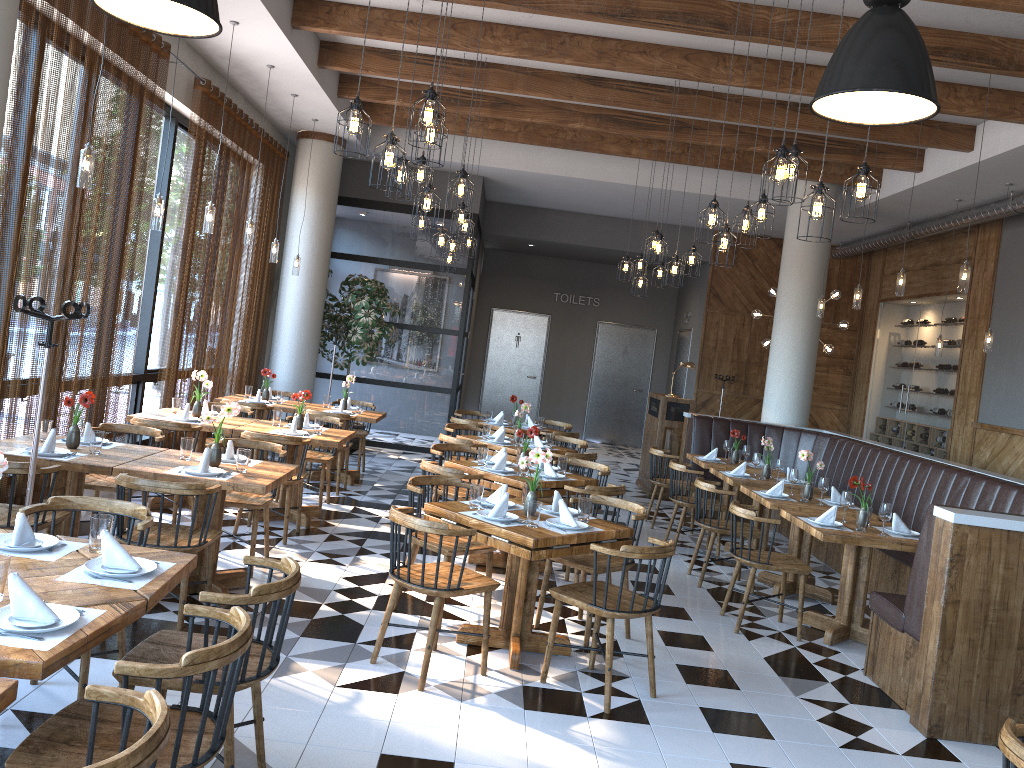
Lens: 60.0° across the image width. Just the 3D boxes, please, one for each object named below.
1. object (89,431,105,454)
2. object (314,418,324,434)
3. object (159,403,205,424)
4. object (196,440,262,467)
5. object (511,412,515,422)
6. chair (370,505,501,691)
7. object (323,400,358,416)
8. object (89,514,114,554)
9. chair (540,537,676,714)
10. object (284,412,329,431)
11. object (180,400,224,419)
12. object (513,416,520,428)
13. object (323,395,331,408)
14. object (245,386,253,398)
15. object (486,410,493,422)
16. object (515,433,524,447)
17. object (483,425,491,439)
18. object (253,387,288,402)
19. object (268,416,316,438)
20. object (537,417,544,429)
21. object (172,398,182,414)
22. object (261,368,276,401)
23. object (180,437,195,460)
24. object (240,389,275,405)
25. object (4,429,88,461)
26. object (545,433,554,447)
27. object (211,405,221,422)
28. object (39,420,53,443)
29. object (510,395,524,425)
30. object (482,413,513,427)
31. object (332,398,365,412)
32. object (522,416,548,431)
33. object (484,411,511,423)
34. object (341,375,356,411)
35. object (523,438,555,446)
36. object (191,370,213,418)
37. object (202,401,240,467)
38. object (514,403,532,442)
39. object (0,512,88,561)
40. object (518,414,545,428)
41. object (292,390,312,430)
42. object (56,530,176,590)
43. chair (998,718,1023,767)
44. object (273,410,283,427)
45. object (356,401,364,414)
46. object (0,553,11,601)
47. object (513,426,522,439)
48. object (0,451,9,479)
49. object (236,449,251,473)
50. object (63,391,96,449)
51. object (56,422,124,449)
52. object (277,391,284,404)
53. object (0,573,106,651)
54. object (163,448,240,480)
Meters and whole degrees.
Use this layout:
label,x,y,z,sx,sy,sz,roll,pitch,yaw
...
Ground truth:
label,x,y,z,sx,sy,sz,roll,pitch,yaw
object,-2.457,0.347,5.234,0.080,0.132,0.080,8,1,24
object,-1.623,0.354,7.440,0.080,0.132,0.080,7,1,-16
object,-2.669,0.228,7.243,0.352,0.137,0.272,7,2,-1
object,-1.772,0.415,5.590,0.352,0.137,0.272,7,2,-1
object,0.025,0.410,10.868,0.080,0.132,0.080,8,1,24
chair,-0.394,1.062,4.553,0.521,0.817,0.548,8,1,44
object,-1.815,0.239,9.416,0.352,0.137,0.272,7,2,-1
object,-1.518,0.553,3.264,0.080,0.132,0.080,7,1,-16
chair,0.510,1.176,4.565,0.551,0.817,0.518,8,1,44
object,-1.800,0.314,7.787,0.352,0.137,0.272,7,2,-1
object,-2.681,0.203,7.776,0.352,0.137,0.272,7,2,-1
object,0.044,0.440,10.252,0.080,0.132,0.080,7,1,14
object,-2.047,0.196,9.784,0.080,0.132,0.080,7,1,-16
object,-2.908,0.088,9.773,0.080,0.132,0.080,7,1,14
object,-0.274,0.386,10.555,0.080,0.132,0.080,7,1,-26
object,0.069,0.527,8.369,0.080,0.132,0.080,7,1,14
object,-0.250,0.473,8.672,0.080,0.132,0.080,7,1,14
object,-2.709,0.103,9.937,0.352,0.137,0.272,7,2,-1
object,-1.787,0.339,7.254,0.352,0.137,0.272,7,2,-1
object,0.341,0.463,10.576,0.080,0.132,0.080,8,1,24
object,-2.880,0.188,7.603,0.080,0.132,0.080,8,1,34
object,-2.682,0.007,9.706,0.156,0.355,0.171,7,1,-25
object,-1.991,0.397,5.420,0.080,0.132,0.080,7,1,-16
object,-2.696,0.129,9.405,0.352,0.137,0.272,7,2,-1
object,-2.641,0.329,5.046,0.352,0.137,0.272,7,2,-1
object,0.365,0.550,8.693,0.080,0.132,0.080,7,1,14
object,-2.485,0.246,7.429,0.080,0.132,0.080,8,1,34
object,-2.852,0.289,5.408,0.080,0.132,0.080,8,1,24
object,0.030,0.311,10.594,0.156,0.355,0.171,7,1,-44
object,-0.147,0.408,10.372,0.353,0.137,0.271,9,3,44
object,-1.827,0.214,9.949,0.352,0.137,0.272,7,2,-1
object,0.229,0.455,10.381,0.273,0.137,0.351,9,3,44
object,-0.158,0.390,10.750,0.273,0.137,0.351,9,3,44
object,-1.795,0.097,9.691,0.146,0.400,0.207,7,1,-8
object,0.245,0.524,8.875,0.353,0.137,0.271,9,3,44
object,-2.651,0.084,7.541,0.206,0.400,0.146,7,0,3
object,-1.751,0.298,5.295,0.206,0.400,0.147,7,1,-37
object,0.099,0.382,8.671,0.146,0.400,0.206,7,1,11
object,-1.763,0.521,3.216,0.352,0.137,0.272,7,2,-1
object,0.218,0.437,10.758,0.353,0.137,0.271,9,3,44
object,-1.785,0.220,7.468,0.156,0.355,0.171,7,1,-22
object,-1.351,0.580,3.066,0.272,0.137,0.352,7,2,-1
chair,1.579,1.408,2.375,0.549,0.817,0.520,7,1,-1
object,-2.019,0.296,7.614,0.080,0.132,0.080,7,1,-16
object,-1.651,0.254,9.610,0.080,0.132,0.080,7,1,-16
object,-1.540,0.578,2.631,0.080,0.132,0.080,7,1,-16
object,0.050,0.497,8.985,0.080,0.132,0.080,7,1,14
object,-1.718,0.412,2.812,0.146,0.400,0.206,7,1,4
object,-1.595,0.455,5.246,0.080,0.132,0.080,7,1,-16
object,-2.586,0.215,5.295,0.171,0.355,0.156,7,1,22
object,-2.653,0.304,5.578,0.352,0.137,0.272,7,2,-1
object,-2.512,0.146,9.599,0.080,0.132,0.080,7,1,14
object,-1.344,0.606,2.493,0.272,0.137,0.352,7,2,-1
object,-1.759,0.440,5.057,0.352,0.137,0.272,7,2,-1
